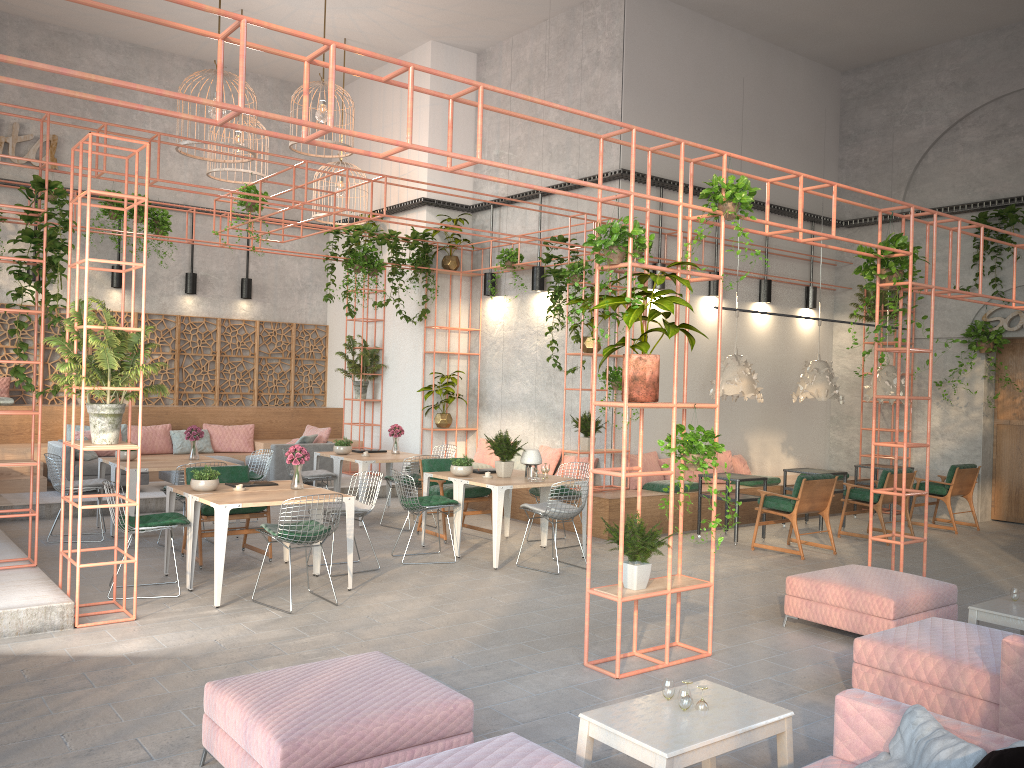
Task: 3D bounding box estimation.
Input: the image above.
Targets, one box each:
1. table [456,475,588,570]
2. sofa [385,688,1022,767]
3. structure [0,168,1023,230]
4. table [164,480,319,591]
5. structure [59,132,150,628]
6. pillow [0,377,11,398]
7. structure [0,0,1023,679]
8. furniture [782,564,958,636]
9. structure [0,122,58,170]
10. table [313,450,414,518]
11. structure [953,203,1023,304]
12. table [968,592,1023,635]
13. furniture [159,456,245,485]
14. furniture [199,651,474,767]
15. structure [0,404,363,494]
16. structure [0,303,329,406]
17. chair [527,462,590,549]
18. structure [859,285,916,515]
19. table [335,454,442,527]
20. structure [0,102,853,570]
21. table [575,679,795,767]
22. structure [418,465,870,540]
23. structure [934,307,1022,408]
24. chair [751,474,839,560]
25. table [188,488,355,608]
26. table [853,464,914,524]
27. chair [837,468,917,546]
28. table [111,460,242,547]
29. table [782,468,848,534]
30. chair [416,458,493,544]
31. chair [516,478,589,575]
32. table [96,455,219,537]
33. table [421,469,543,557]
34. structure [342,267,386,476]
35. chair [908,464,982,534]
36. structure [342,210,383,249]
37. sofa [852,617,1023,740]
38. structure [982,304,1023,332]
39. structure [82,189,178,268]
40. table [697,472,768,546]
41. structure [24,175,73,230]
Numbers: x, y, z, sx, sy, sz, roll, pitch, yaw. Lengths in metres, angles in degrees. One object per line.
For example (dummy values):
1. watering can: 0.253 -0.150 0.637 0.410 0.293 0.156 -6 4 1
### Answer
1. table: 0.114 1.433 9.420 1.214 0.830 0.694 2 0 -38
2. sofa: 0.592 1.559 3.006 2.219 0.672 1.960 2 0 -37
3. structure: 0.025 -2.829 9.934 15.203 0.110 15.603 2 0 -38
4. table: -2.509 1.371 8.260 1.205 0.830 0.694 2 0 -38
5. structure: -3.130 -0.030 6.790 0.424 3.602 0.624 2 0 -38
6. pillow: -7.836 0.050 13.362 0.499 0.324 0.307 2 0 -22
7. structure: 3.367 0.145 5.944 14.689 4.247 4.157 2 0 -38
8. furniture: 2.818 1.724 6.975 0.976 0.446 0.941 2 0 -38
9. structure: -7.900 -3.715 13.486 1.807 0.695 0.087 2 0 -38
10. table: -2.033 1.363 12.208 1.205 0.830 0.694 2 0 -38
11. structure: 7.309 -1.847 12.559 0.856 1.514 1.939 2 0 -43
12. table: 3.570 1.748 6.062 0.916 0.455 0.520 2 0 -38
13. furniture: -4.543 1.289 12.975 0.975 0.446 0.941 2 0 -38
14. furniture: -0.827 1.623 4.172 0.976 0.446 0.941 2 0 -38
15. structure: -6.101 0.916 12.891 9.152 1.111 3.396 2 0 -38
16. structure: -6.851 -0.160 14.395 9.782 2.103 0.132 2 0 -38
17. chair: 0.557 1.400 10.392 0.717 0.941 0.565 2 0 -36
18. structure: 5.938 0.224 14.056 0.430 3.597 0.630 2 0 -38
19. table: -1.605 1.377 11.659 1.214 0.830 0.694 2 0 -38
20. structure: 0.048 -0.528 12.898 14.096 4.345 4.501 2 0 -39
21. table: 0.768 1.673 3.907 0.916 0.455 0.520 2 0 -38
22. structure: 2.145 1.662 14.243 5.831 0.500 4.386 2 0 -38
23. structure: 6.956 -0.409 13.229 0.950 1.527 0.921 2 0 -4
24. chair: 3.294 1.492 10.294 0.722 0.929 0.685 2 0 -38
25. table: -2.082 1.384 7.710 1.214 0.830 0.694 2 0 -38
26. table: 5.513 1.618 13.177 0.602 0.798 0.635 2 0 -38
27. chair: 4.697 1.531 11.373 0.722 0.930 0.685 2 0 -38
28. table: -3.774 1.316 9.993 1.214 0.830 0.694 2 0 -38
29. table: 4.122 1.580 12.107 0.602 0.798 0.635 2 0 -38
30. chair: -0.674 1.367 10.607 0.722 0.917 0.685 2 0 -38
31. chair: 0.437 1.399 9.033 0.565 0.941 0.717 2 0 -41
32. table: -4.201 1.302 10.541 1.205 0.830 0.694 2 0 -38
33. table: -0.313 1.419 9.970 1.205 0.830 0.694 2 0 -38
34. structure: -2.560 -0.236 15.297 0.424 3.596 0.624 2 0 -38
35. chair: 6.071 1.570 12.430 0.722 0.930 0.685 2 0 -38
36. structure: -2.560 -2.581 15.150 0.903 0.803 0.934 2 0 24
37. sofa: 3.393 1.637 5.161 2.219 0.672 1.960 2 0 -37
38. structure: 7.365 -1.007 12.630 0.063 0.505 1.312 2 0 -38
39. structure: -5.983 -2.499 13.926 1.434 1.290 0.670 2 0 -38
40. table: 2.732 1.541 11.038 0.602 0.798 0.635 2 0 -38
41. structure: -6.917 -2.684 13.264 0.605 0.972 0.587 2 0 -39
